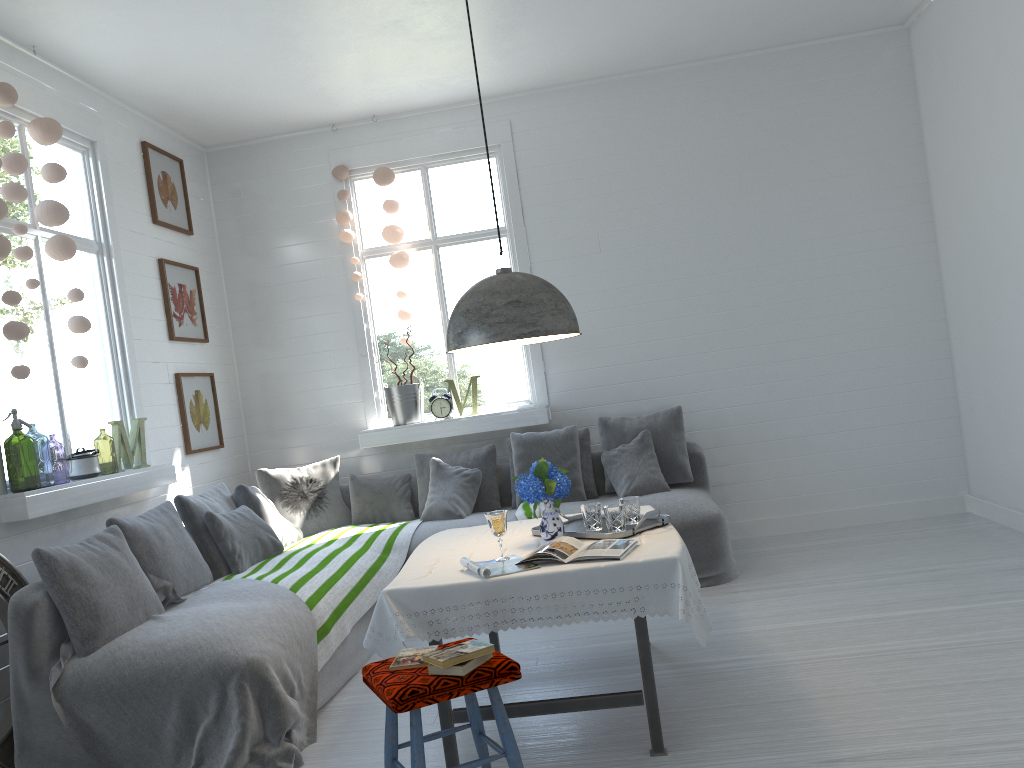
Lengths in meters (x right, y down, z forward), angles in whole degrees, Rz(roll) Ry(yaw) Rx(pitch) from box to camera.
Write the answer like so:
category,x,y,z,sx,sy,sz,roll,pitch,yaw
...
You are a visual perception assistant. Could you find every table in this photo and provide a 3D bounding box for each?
category,x,y,z,sx,sy,sz,roll,pitch,yaw
table,0.169,1.044,3.931,1.328,0.725,1.669,-8,0,7

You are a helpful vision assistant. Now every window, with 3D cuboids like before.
category,x,y,z,sx,sy,sz,roll,pitch,yaw
window,-0.594,-0.788,6.977,1.482,2.399,0.378,-8,1,6
window,-2.540,-0.524,5.009,0.254,2.399,1.481,-8,1,6

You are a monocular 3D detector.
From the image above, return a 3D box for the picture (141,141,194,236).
category,x,y,z,sx,sy,sz,roll,pitch,yaw
picture,-2.519,-1.420,6.503,0.036,0.580,0.555,-8,0,6

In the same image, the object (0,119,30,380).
category,x,y,z,sx,sy,sz,roll,pitch,yaw
object,-2.587,-0.715,4.449,0.197,1.405,0.194,-8,1,-33

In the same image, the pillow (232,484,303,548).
category,x,y,z,sx,sy,sz,roll,pitch,yaw
pillow,-1.708,0.909,6.038,0.344,0.526,0.616,-8,0,5

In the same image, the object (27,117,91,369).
category,x,y,z,sx,sy,sz,roll,pitch,yaw
object,-2.542,-0.791,4.986,0.197,1.427,0.200,-8,1,17

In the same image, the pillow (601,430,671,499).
category,x,y,z,sx,sy,sz,roll,pitch,yaw
pillow,0.865,0.577,6.253,0.380,0.463,0.416,-8,0,-8

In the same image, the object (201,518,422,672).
category,x,y,z,sx,sy,sz,roll,pitch,yaw
object,-1.250,1.283,5.151,1.044,0.473,3.163,-8,0,7

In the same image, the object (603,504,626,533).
category,x,y,z,sx,sy,sz,roll,pitch,yaw
object,0.445,0.581,3.814,0.096,0.119,0.095,-8,1,31

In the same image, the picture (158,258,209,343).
category,x,y,z,sx,sy,sz,roll,pitch,yaw
picture,-2.405,-0.599,6.515,0.036,0.580,0.555,-8,0,6

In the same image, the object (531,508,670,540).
category,x,y,z,sx,sy,sz,roll,pitch,yaw
object,0.392,0.612,4.007,0.398,0.092,0.652,-8,0,-41

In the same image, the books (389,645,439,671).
category,x,y,z,sx,sy,sz,roll,pitch,yaw
books,-0.320,0.899,2.913,0.133,0.012,0.189,-8,0,4

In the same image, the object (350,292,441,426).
category,x,y,z,sx,sy,sz,roll,pitch,yaw
object,-0.850,-0.150,6.710,0.634,0.936,0.848,-8,1,-37

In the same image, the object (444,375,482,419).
category,x,y,z,sx,sy,sz,roll,pitch,yaw
object,-0.392,0.108,6.998,0.330,0.311,0.052,-8,1,-4

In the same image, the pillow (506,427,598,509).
category,x,y,z,sx,sy,sz,roll,pitch,yaw
pillow,0.290,0.625,6.589,0.641,0.521,0.280,-8,1,7

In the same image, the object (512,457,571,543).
category,x,y,z,sx,sy,sz,roll,pitch,yaw
object,0.144,0.504,3.865,0.266,0.377,0.236,-8,1,8

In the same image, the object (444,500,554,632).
category,x,y,z,sx,sy,sz,roll,pitch,yaw
object,0.007,1.012,5.853,0.623,0.833,1.579,-8,0,31

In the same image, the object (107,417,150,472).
category,x,y,z,sx,sy,sz,roll,pitch,yaw
object,-2.344,0.373,5.425,0.052,0.311,0.330,-8,0,16

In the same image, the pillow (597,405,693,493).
category,x,y,z,sx,sy,sz,roll,pitch,yaw
pillow,0.969,0.478,6.500,0.639,0.561,0.278,-8,1,7

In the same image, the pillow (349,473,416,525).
category,x,y,z,sx,sy,sz,roll,pitch,yaw
pillow,-0.970,0.868,6.725,0.495,0.438,0.280,-8,1,8

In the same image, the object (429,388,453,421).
category,x,y,z,sx,sy,sz,roll,pitch,yaw
object,-0.550,0.159,6.891,0.182,0.250,0.075,-8,1,6

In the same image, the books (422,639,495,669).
category,x,y,z,sx,sy,sz,roll,pitch,yaw
books,-0.167,0.841,2.777,0.189,0.022,0.133,-8,0,-33

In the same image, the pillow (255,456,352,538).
category,x,y,z,sx,sy,sz,roll,pitch,yaw
pillow,-1.512,0.860,6.644,0.638,0.561,0.396,-8,1,-44

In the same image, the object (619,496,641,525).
category,x,y,z,sx,sy,sz,roll,pitch,yaw
object,0.534,0.569,3.983,0.096,0.119,0.095,-8,1,31

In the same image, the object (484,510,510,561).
category,x,y,z,sx,sy,sz,roll,pitch,yaw
object,-0.050,0.606,3.543,0.098,0.192,0.098,-8,1,27

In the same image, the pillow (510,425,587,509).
category,x,y,z,sx,sy,sz,roll,pitch,yaw
pillow,0.261,0.611,6.446,0.509,0.573,0.296,-8,1,6

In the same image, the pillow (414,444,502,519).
category,x,y,z,sx,sy,sz,roll,pitch,yaw
pillow,-0.410,0.751,6.658,0.639,0.522,0.278,-8,1,6

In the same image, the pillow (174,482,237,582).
category,x,y,z,sx,sy,sz,roll,pitch,yaw
pillow,-1.820,0.918,5.540,0.279,0.561,0.638,-8,0,7

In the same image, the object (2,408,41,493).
category,x,y,z,sx,sy,sz,roll,pitch,yaw
object,-2.446,0.327,4.410,0.136,0.415,0.136,-8,1,3

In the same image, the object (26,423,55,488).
category,x,y,z,sx,sy,sz,roll,pitch,yaw
object,-2.443,0.370,4.550,0.137,0.335,0.137,-8,1,13

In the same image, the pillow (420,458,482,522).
category,x,y,z,sx,sy,sz,roll,pitch,yaw
pillow,-0.453,0.761,6.402,0.380,0.463,0.416,-8,0,21

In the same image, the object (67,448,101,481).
category,x,y,z,sx,sy,sz,roll,pitch,yaw
object,-2.401,0.443,4.938,0.208,0.174,0.186,-8,0,-13

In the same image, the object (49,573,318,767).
category,x,y,z,sx,sy,sz,roll,pitch,yaw
object,-1.479,1.244,4.078,1.211,0.924,1.686,-8,0,-43

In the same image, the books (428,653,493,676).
category,x,y,z,sx,sy,sz,roll,pitch,yaw
books,-0.160,0.866,2.777,0.129,0.030,0.182,-8,0,28

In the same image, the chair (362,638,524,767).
category,x,y,z,sx,sy,sz,roll,pitch,yaw
chair,-0.202,1.175,2.863,0.419,0.563,0.419,-8,1,-24

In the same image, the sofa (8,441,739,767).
category,x,y,z,sx,sy,sz,roll,pitch,yaw
sofa,-0.325,1.081,5.206,3.408,0.899,3.393,-8,0,6

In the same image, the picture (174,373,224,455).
category,x,y,z,sx,sy,sz,roll,pitch,yaw
picture,-2.293,0.207,6.527,0.036,0.580,0.555,-8,0,6

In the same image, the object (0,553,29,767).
category,x,y,z,sx,sy,sz,roll,pitch,yaw
object,-2.289,1.173,3.727,0.584,1.138,1.111,-8,0,-9

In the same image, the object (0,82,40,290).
category,x,y,z,sx,sy,sz,roll,pitch,yaw
object,-2.607,-1.034,4.667,0.153,1.089,0.150,-7,1,42

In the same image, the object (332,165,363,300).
category,x,y,z,sx,sy,sz,roll,pitch,yaw
object,-1.313,-1.206,7.096,0.152,1.089,0.150,-8,1,-18

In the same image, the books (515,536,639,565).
category,x,y,z,sx,sy,sz,roll,pitch,yaw
books,0.254,0.645,3.473,0.423,0.049,0.300,-8,0,21

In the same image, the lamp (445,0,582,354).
category,x,y,z,sx,sy,sz,roll,pitch,yaw
lamp,-0.133,-1.187,3.841,0.600,2.045,0.601,-8,1,-23

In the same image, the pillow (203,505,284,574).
category,x,y,z,sx,sy,sz,roll,pitch,yaw
pillow,-1.684,0.955,5.453,0.277,0.445,0.527,-8,0,21

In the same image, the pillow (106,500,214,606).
category,x,y,z,sx,sy,sz,roll,pitch,yaw
pillow,-1.907,0.925,4.847,0.280,0.520,0.641,-8,0,7

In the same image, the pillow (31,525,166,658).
category,x,y,z,sx,sy,sz,roll,pitch,yaw
pillow,-1.891,0.949,4.117,0.279,0.522,0.638,-8,0,6

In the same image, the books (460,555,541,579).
category,x,y,z,sx,sy,sz,roll,pitch,yaw
books,-0.050,0.693,3.436,0.228,0.043,0.300,-8,0,-20

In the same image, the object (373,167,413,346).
category,x,y,z,sx,sy,sz,roll,pitch,yaw
object,-0.916,-1.011,7.010,0.196,1.427,0.200,-9,1,-43

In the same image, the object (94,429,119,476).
category,x,y,z,sx,sy,sz,roll,pitch,yaw
object,-2.373,0.395,5.175,0.111,0.270,0.110,-8,1,24

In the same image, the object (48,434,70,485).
category,x,y,z,sx,sy,sz,roll,pitch,yaw
object,-2.417,0.400,4.691,0.111,0.270,0.110,-8,1,24

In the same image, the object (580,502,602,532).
category,x,y,z,sx,sy,sz,roll,pitch,yaw
object,0.359,0.593,3.952,0.095,0.119,0.095,-8,0,-9
